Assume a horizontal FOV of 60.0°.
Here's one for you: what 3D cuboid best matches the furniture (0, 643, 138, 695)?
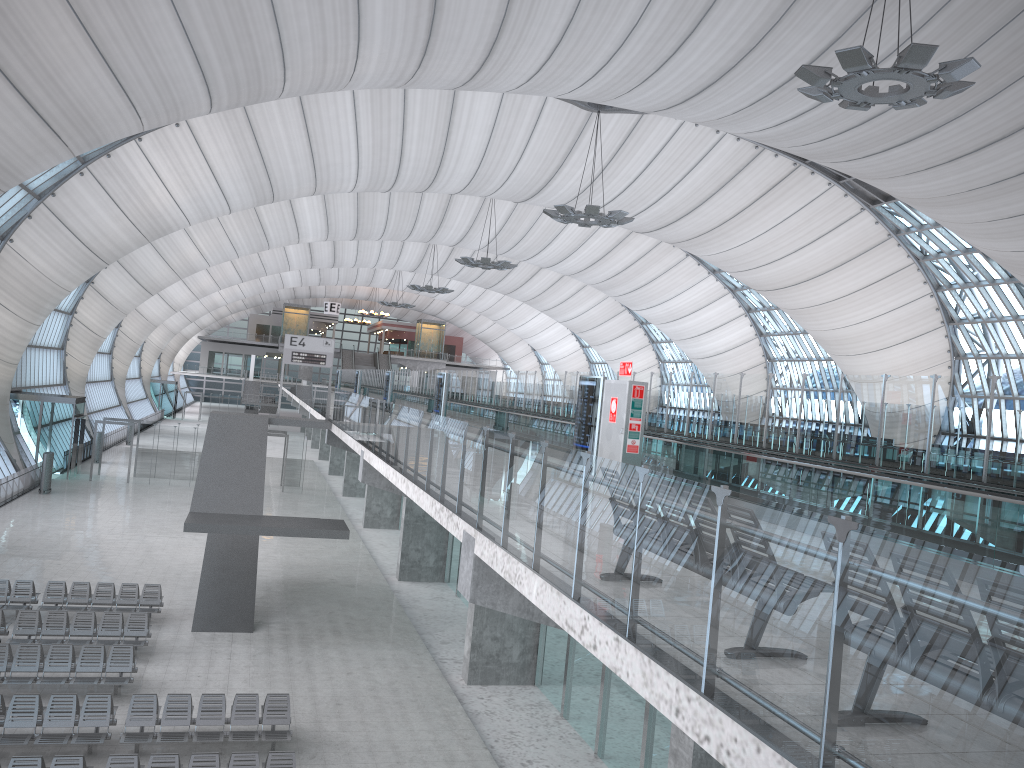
[{"bbox_3d":[-8.549,5.370,16.737,2.705,0.913,1.572,6,-1,-16],"label":"furniture"}]

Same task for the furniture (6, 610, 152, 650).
[{"bbox_3d":[-9.196,5.330,18.994,2.705,0.913,1.572,6,-1,-16],"label":"furniture"}]

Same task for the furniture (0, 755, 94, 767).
[{"bbox_3d":[-7.151,5.457,11.862,2.705,0.913,1.572,6,-1,-16],"label":"furniture"}]

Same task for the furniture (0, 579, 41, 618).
[{"bbox_3d":[-12.645,5.016,20.748,2.705,0.913,1.572,6,-1,-16],"label":"furniture"}]

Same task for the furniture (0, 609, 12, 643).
[{"bbox_3d":[-11.918,5.061,18.209,2.705,0.913,1.572,6,-1,-16],"label":"furniture"}]

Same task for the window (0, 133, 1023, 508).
[{"bbox_3d":[-7.257,-3.410,74.275,50.537,20.004,167.818,6,-1,-16],"label":"window"}]

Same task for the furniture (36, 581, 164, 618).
[{"bbox_3d":[-9.923,5.284,21.533,2.705,0.913,1.572,6,-1,-16],"label":"furniture"}]

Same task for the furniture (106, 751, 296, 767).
[{"bbox_3d":[-4.429,5.726,12.647,2.705,0.913,1.572,6,-1,-16],"label":"furniture"}]

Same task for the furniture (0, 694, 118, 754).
[{"bbox_3d":[-7.813,5.416,14.169,2.705,0.913,1.572,6,-1,-16],"label":"furniture"}]

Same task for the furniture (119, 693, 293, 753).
[{"bbox_3d":[-5.091,5.684,14.954,2.705,0.913,1.572,6,-1,-16],"label":"furniture"}]
